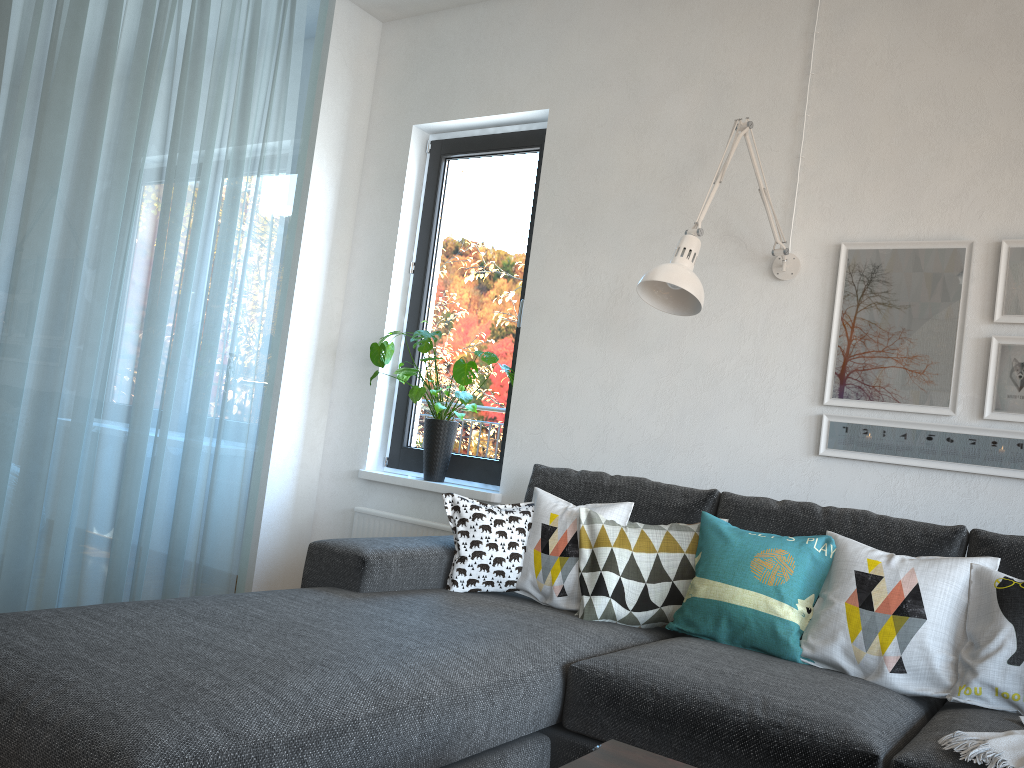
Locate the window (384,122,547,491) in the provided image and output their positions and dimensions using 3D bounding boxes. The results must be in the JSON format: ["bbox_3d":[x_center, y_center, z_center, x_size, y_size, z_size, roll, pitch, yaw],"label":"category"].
[{"bbox_3d":[2.270,2.990,17.293,13.967,18.358,24.408,5,-4,40],"label":"window"}]

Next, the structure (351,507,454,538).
[{"bbox_3d":[-0.371,0.795,3.657,0.817,0.459,0.076,5,-3,32],"label":"structure"}]

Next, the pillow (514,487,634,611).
[{"bbox_3d":[0.172,0.506,2.699,0.360,0.344,0.173,5,-3,34],"label":"pillow"}]

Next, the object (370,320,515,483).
[{"bbox_3d":[-0.334,0.067,3.673,0.657,0.674,0.448,6,-3,25],"label":"object"}]

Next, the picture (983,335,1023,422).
[{"bbox_3d":[1.475,-0.014,2.572,0.166,0.248,0.021,5,-3,34],"label":"picture"}]

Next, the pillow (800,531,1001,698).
[{"bbox_3d":[0.961,0.590,2.240,0.436,0.368,0.285,5,-4,34],"label":"pillow"}]

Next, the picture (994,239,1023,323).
[{"bbox_3d":[1.604,-0.290,2.523,0.389,0.248,0.021,5,-3,34],"label":"picture"}]

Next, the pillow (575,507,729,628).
[{"bbox_3d":[0.404,0.552,2.626,0.454,0.362,0.243,7,-3,1],"label":"pillow"}]

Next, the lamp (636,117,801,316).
[{"bbox_3d":[0.670,-0.513,2.788,0.200,0.669,0.699,5,-4,43],"label":"lamp"}]

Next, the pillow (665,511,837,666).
[{"bbox_3d":[0.672,0.549,2.435,0.414,0.340,0.273,5,-4,34],"label":"pillow"}]

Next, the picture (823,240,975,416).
[{"bbox_3d":[1.203,-0.183,2.772,0.389,0.534,0.013,5,-3,34],"label":"picture"}]

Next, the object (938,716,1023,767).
[{"bbox_3d":[1.068,0.755,1.671,0.488,0.212,0.606,5,-4,30],"label":"object"}]

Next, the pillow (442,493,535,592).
[{"bbox_3d":[-0.061,0.506,2.747,0.334,0.319,0.160,9,-3,-20],"label":"pillow"}]

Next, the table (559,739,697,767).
[{"bbox_3d":[0.472,0.834,1.004,1.179,0.408,0.571,5,-4,34],"label":"table"}]

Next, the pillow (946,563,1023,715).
[{"bbox_3d":[1.241,0.610,2.041,0.382,0.318,0.266,5,-4,34],"label":"pillow"}]

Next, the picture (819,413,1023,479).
[{"bbox_3d":[1.346,0.193,2.631,0.836,0.136,0.021,5,-4,34],"label":"picture"}]

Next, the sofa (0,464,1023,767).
[{"bbox_3d":[0.419,0.666,1.811,2.507,0.847,2.166,5,-4,34],"label":"sofa"}]
